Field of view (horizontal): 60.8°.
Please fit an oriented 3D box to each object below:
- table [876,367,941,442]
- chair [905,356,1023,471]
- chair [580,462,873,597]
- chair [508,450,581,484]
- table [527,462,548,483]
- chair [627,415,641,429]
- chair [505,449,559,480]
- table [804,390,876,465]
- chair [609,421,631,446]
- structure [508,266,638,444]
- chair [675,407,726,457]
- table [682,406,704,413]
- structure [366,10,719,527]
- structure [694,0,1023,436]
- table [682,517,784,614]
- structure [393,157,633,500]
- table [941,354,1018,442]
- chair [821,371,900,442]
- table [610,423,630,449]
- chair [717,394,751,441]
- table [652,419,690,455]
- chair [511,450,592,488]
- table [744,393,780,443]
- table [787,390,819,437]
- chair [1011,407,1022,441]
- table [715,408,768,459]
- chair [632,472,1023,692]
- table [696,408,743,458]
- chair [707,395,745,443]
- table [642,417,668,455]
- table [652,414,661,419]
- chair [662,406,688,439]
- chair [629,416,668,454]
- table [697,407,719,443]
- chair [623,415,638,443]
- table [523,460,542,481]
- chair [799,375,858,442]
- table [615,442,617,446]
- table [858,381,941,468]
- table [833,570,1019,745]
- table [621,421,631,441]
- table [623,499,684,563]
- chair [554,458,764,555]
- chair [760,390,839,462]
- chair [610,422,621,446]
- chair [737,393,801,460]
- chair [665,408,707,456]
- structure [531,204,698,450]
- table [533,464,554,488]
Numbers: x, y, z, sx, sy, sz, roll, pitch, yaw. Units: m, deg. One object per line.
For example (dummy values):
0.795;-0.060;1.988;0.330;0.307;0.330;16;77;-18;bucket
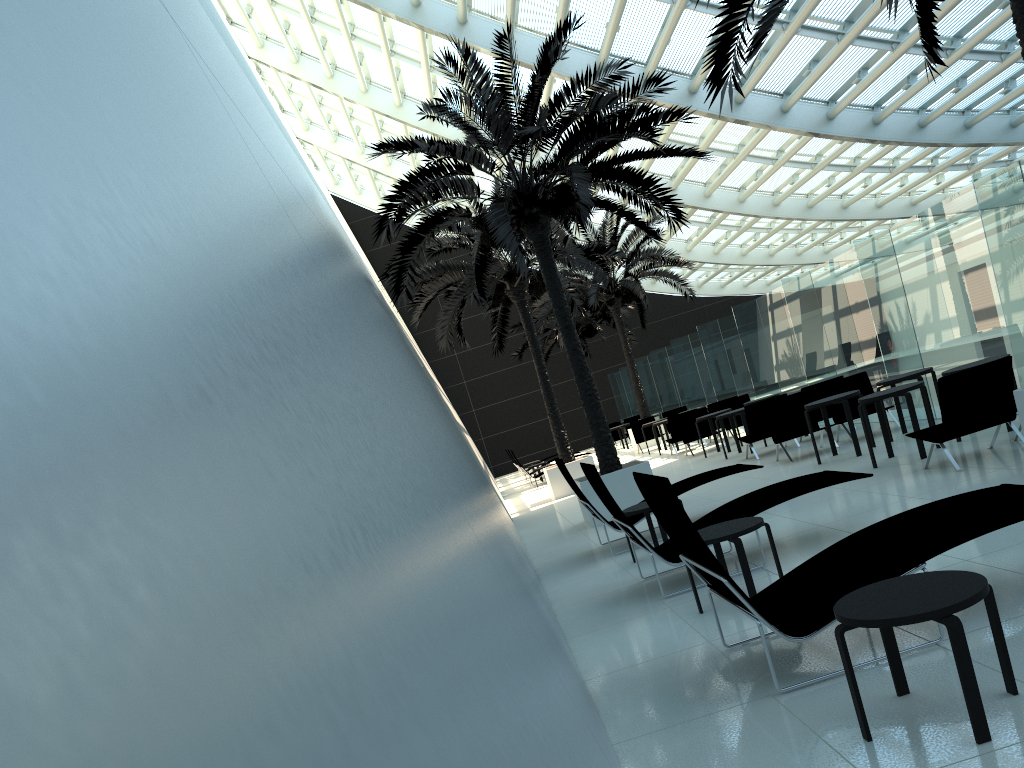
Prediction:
5.125;0.262;11.191;0.696;0.787;0.658;-16;3;37;table
4.307;0.299;8.390;0.716;0.895;0.881;-17;2;-2;chair
1.735;0.890;7.096;2.036;1.168;0.914;-17;3;-1;chair
1.019;2.233;26.436;2.036;1.168;0.914;-17;3;-1;chair
0.795;2.581;25.312;0.567;0.521;0.536;-16;2;41;table
4.405;1.482;29.405;0.716;0.895;0.881;-17;2;-2;chair
0.921;2.417;29.088;2.036;1.168;0.914;-17;3;-1;chair
4.200;0.554;11.191;0.696;0.787;0.658;-16;3;37;table
3.516;1.763;29.405;0.716;0.895;0.881;-17;2;-2;chair
2.875;-0.990;33.685;4.365;7.080;4.865;-19;4;-23;structure
3.933;0.980;18.130;0.716;0.895;0.881;-17;2;-2;chair
4.709;1.043;22.442;0.696;0.787;0.658;-16;3;37;table
0.668;-1.440;12.125;4.546;6.893;4.326;-19;4;-23;structure
3.864;-2.879;6.396;4.896;7.082;4.333;-16;4;17;structure
1.510;1.238;5.972;0.567;0.521;0.536;-16;2;41;table
0.241;-0.991;18.123;4.384;6.954;4.484;-15;5;32;structure
5.176;0.152;9.574;0.696;0.787;0.658;-15;3;41;table
5.032;0.306;12.475;0.716;0.895;0.881;-17;2;-2;chair
3.575;1.729;28.109;0.696;0.787;0.658;-16;3;37;table
4.822;0.699;18.130;0.716;0.895;0.881;-17;2;-2;chair
3.829;1.239;21.011;0.696;0.787;0.658;-15;3;41;table
1.115;2.054;23.864;2.036;1.168;0.914;-17;3;-1;chair
4.916;0.654;16.834;0.696;0.787;0.658;-16;3;37;table
4.962;0.555;15.368;0.696;0.787;0.658;-15;3;41;table
5.196;0.018;8.391;0.716;0.895;0.881;-17;2;-2;chair
4.037;0.847;15.368;0.696;0.787;0.658;-15;3;41;table
1.830;0.711;4.524;2.036;1.168;0.914;-17;3;-1;chair
3.992;0.946;16.834;0.696;0.787;0.658;-16;3;37;table
4.773;0.813;19.827;0.716;0.895;0.881;-17;2;-2;chair
3.784;1.335;22.442;0.696;0.787;0.658;-16;3;37;table
4.499;1.437;28.109;0.696;0.787;0.658;-16;3;37;table
4.616;1.087;23.713;0.716;0.895;0.881;-17;2;-2;chair
3.727;1.368;23.713;0.716;0.895;0.881;-17;2;-2;chair
4.753;0.947;21.011;0.696;0.787;0.658;-15;3;41;table
4.357;1.596;31.103;0.716;0.895;0.881;-17;2;-2;chair
0.696;2.766;27.964;0.567;0.521;0.536;-16;2;41;table
4.982;0.421;14.185;0.716;0.895;0.881;-17;2;-2;chair
3.412;2.022;32.286;0.695;0.787;0.658;-15;4;46;table
4.251;0.445;9.574;0.696;0.787;0.658;-15;3;41;table
1.605;1.060;3.399;0.567;0.521;0.536;-16;2;41;table
4.336;1.730;32.286;0.695;0.787;0.658;-15;4;46;table
1.415;1.417;8.544;0.567;0.521;0.536;-16;2;41;table
1.640;1.069;9.668;2.036;1.168;0.914;-17;3;-1;chair
4.142;0.587;12.475;0.716;0.895;0.881;-17;2;-2;chair
3.467;1.877;31.103;0.716;0.895;0.881;-17;2;-2;chair
4.093;0.702;14.185;0.716;0.895;0.881;-17;2;-2;chair
3.884;1.094;19.827;0.716;0.895;0.881;-17;2;-2;chair
3.151;-1.548;25.540;4.790;7.082;4.430;-18;4;-8;structure
0.890;2.403;22.739;0.567;0.521;0.536;-16;2;37;table
